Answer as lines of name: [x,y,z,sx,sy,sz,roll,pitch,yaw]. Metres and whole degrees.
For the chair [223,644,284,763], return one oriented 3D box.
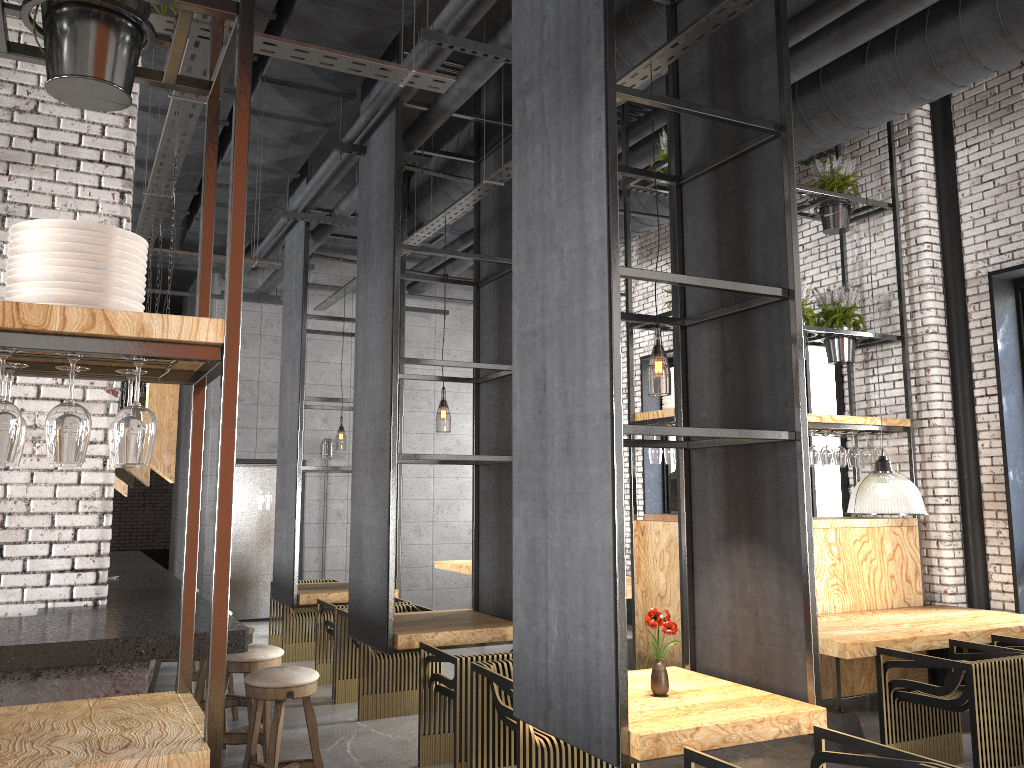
chair: [-1.383,1.804,4.674,0.480,0.808,0.438,6,-10,-37]

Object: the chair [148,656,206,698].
chair: [-2.666,2.110,7.065,0.438,0.808,0.479,4,-9,-27]

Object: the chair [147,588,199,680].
chair: [-2.943,2.218,7.915,0.480,0.808,0.438,-5,-10,32]

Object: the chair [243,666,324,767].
chair: [-1.106,1.736,4.138,0.438,0.808,0.479,-6,-10,37]

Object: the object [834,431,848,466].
object: [2.577,0.505,6.958,0.101,0.268,0.100,-1,-8,4]

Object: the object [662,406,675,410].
object: [1.275,0.189,6.521,0.334,0.033,0.334,-2,-7,12]

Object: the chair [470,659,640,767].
chair: [0.205,1.829,4.535,0.656,0.732,0.637,3,-9,-24]

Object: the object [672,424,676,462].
object: [1.181,0.419,6.267,0.101,0.268,0.100,-2,-8,10]

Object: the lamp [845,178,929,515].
lamp: [2.567,-0.298,6.259,0.536,2.413,0.535,-1,-8,9]

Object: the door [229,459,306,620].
door: [-3.315,2.046,11.672,1.119,2.109,0.158,4,-9,-26]

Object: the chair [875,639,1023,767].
chair: [2.567,1.888,5.028,0.656,0.732,0.637,4,-9,-26]

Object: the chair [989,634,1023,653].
chair: [3.489,1.948,5.506,0.656,0.732,0.637,4,-9,-28]

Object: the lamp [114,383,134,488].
lamp: [-2.747,-0.030,6.372,0.127,1.551,0.127,4,-9,-26]

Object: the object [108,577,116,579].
object: [-2.499,1.164,5.437,0.200,0.106,0.765,4,-8,-26]

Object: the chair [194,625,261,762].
chair: [-1.750,1.907,5.479,0.438,0.808,0.479,-3,-9,22]

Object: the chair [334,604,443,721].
chair: [-0.956,2.125,6.854,0.656,0.732,0.637,4,-9,-27]

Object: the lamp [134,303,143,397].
lamp: [-2.456,-0.167,5.806,0.127,1.424,0.127,4,-9,-26]

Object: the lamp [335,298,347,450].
lamp: [-1.656,-0.157,8.683,0.108,1.603,0.108,-1,-8,5]

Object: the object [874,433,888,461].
object: [2.972,0.529,7.153,0.101,0.268,0.100,-1,-8,4]

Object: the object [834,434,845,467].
object: [2.712,0.553,7.341,0.101,0.268,0.100,-1,-8,4]

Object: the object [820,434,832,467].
object: [2.580,0.545,7.276,0.101,0.268,0.100,-1,-8,4]

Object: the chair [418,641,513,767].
chair: [-0.141,1.917,5.219,0.656,0.732,0.637,4,-9,-24]

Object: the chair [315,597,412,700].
chair: [-1.270,2.210,7.521,0.656,0.732,0.637,4,-9,-25]

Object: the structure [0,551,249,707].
structure: [-4.259,1.523,5.073,4.308,1.538,5.863,4,-8,-26]

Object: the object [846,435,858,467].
object: [2.844,0.562,7.406,0.101,0.268,0.100,-1,-8,4]

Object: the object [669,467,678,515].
object: [1.204,0.686,6.339,0.106,0.556,0.156,4,-9,-27]

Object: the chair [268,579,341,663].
chair: [-2.091,2.412,9.101,0.656,0.732,0.637,4,-9,-27]

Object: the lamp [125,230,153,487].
lamp: [-2.165,-0.177,5.221,0.127,1.551,0.127,4,-9,-26]

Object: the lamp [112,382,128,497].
lamp: [-3.037,0.073,6.944,0.127,1.611,0.127,4,-9,-26]

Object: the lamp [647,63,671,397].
lamp: [0.661,-0.742,4.097,0.108,1.603,0.108,-6,-10,35]

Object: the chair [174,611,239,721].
chair: [-2.139,2.016,6.331,0.438,0.808,0.479,6,-10,-37]

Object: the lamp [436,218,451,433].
lamp: [-0.486,-0.452,6.368,0.108,1.603,0.108,-3,-9,20]

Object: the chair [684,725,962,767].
chair: [1.040,1.627,2.948,0.656,0.732,0.637,4,-9,-28]

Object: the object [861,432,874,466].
object: [2.840,0.521,7.088,0.101,0.268,0.100,-1,-8,4]

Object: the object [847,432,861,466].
object: [2.708,0.513,7.023,0.101,0.268,0.100,-1,-8,4]

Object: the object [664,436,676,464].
object: [1.177,0.459,6.582,0.101,0.268,0.100,-2,-8,10]

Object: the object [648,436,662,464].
object: [1.053,0.452,6.521,0.101,0.268,0.100,-2,-8,10]

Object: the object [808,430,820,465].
object: [2.321,0.489,6.831,0.101,0.268,0.100,-2,-8,10]

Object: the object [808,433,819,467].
object: [2.449,0.537,7.211,0.101,0.268,0.100,-1,-8,4]

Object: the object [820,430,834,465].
object: [2.445,0.497,6.892,0.101,0.268,0.100,-2,-8,10]

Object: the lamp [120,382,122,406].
lamp: [-3.328,0.117,7.524,0.127,1.551,0.127,4,-9,-26]

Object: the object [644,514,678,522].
object: [1.253,0.972,6.452,0.411,0.050,0.410,4,-8,-27]

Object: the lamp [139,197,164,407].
lamp: [-1.874,-0.326,4.656,0.127,1.399,0.127,4,-9,-26]

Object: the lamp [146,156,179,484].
lamp: [-1.583,-0.324,4.070,0.127,1.551,0.127,4,-9,-26]
